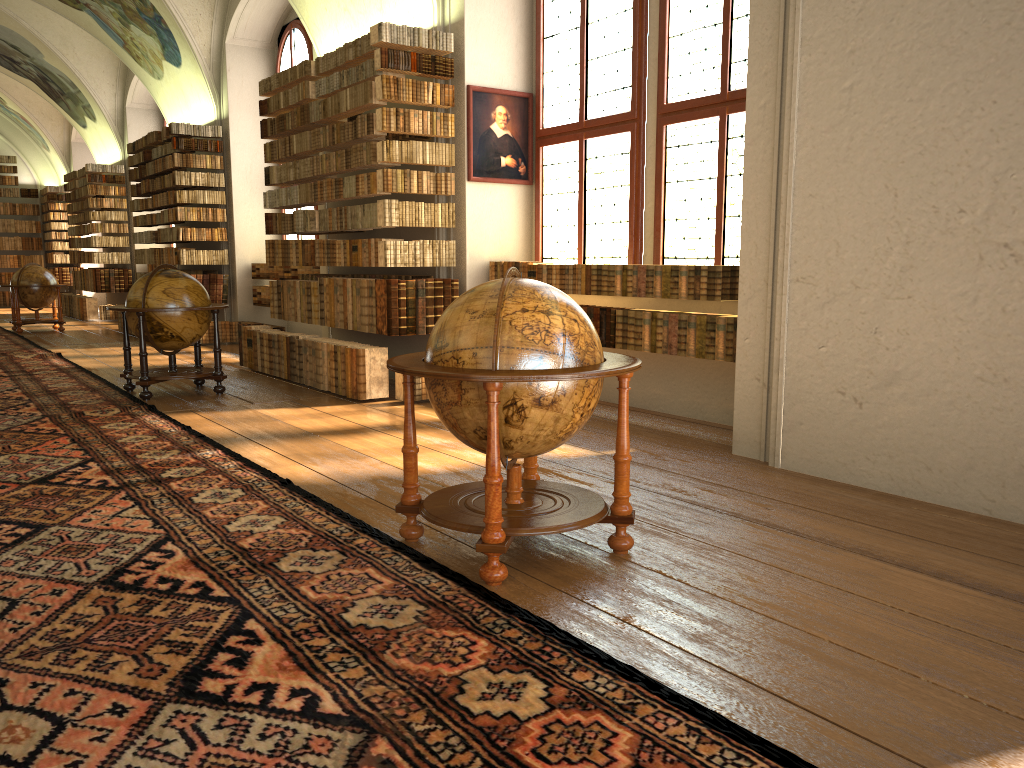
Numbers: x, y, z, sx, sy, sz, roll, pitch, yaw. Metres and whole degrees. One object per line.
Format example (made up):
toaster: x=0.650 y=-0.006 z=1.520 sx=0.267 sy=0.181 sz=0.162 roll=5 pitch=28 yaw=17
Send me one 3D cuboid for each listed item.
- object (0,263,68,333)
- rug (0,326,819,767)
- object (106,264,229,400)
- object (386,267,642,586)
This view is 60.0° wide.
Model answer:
object: x=-10.102 y=-1.838 z=18.797 sx=1.279 sy=1.453 sz=1.275 roll=1 pitch=9 yaw=7
rug: x=-8.100 y=-0.111 z=11.258 sx=4.699 sy=0.064 sz=36.832 roll=-6 pitch=10 yaw=-35
object: x=-3.833 y=-0.615 z=9.950 sx=1.278 sy=1.453 sz=1.276 roll=3 pitch=9 yaw=17
object: x=0.011 y=0.135 z=4.525 sx=1.279 sy=1.453 sz=1.275 roll=0 pitch=8 yaw=2
